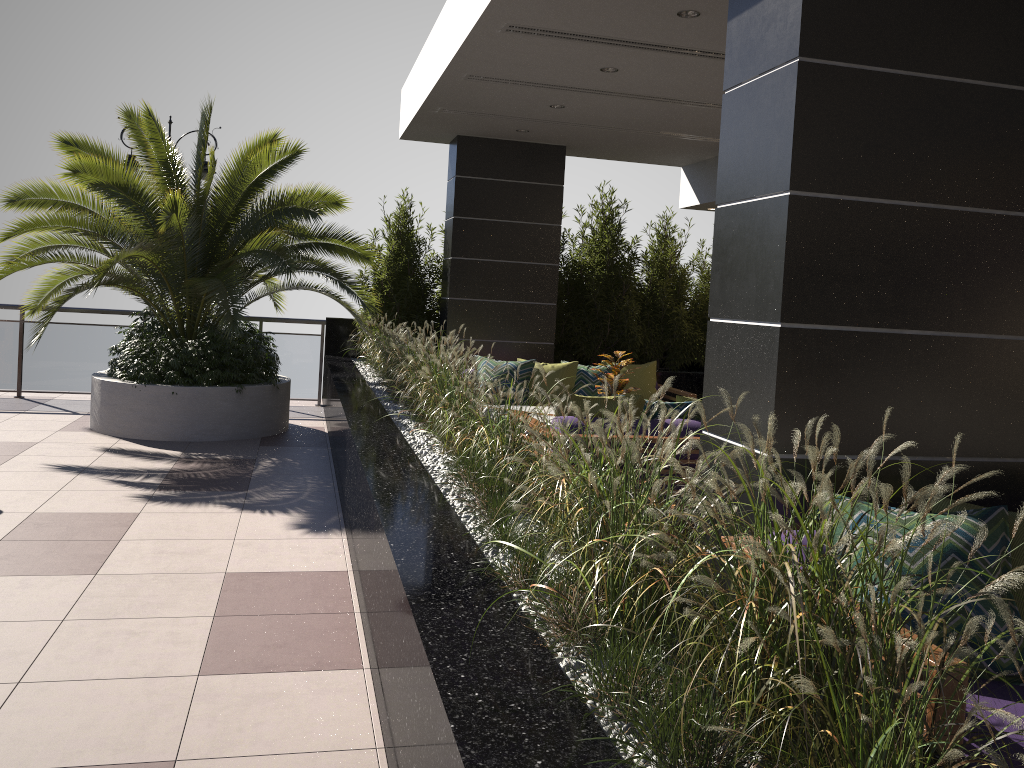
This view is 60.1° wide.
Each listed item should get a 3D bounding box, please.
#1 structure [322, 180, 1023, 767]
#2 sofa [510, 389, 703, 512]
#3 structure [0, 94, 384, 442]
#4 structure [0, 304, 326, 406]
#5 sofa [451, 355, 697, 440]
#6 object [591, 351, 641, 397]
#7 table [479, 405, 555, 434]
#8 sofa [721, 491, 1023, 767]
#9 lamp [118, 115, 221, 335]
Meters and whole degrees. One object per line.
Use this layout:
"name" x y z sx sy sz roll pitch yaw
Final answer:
"structure" 4.243 0.092 0.473 7.811 3.113 24.825 2 6 -14
"sofa" 1.130 0.492 5.933 2.124 0.917 1.123 2 4 -14
"structure" -3.176 -1.224 8.772 3.760 3.295 3.804 6 5 29
"structure" -6.311 0.461 0.996 12.907 1.056 17.572 2 6 -14
"sofa" 0.537 0.217 8.429 2.124 0.917 1.123 2 4 -14
"object" 0.840 -0.005 7.192 0.430 0.525 0.426 4 3 4
"table" 0.811 0.533 7.210 2.035 0.552 0.945 2 5 -14
"sofa" 1.877 0.838 2.790 2.124 0.917 1.123 2 4 -14
"lamp" -4.020 -1.431 10.229 1.121 3.320 0.264 3 2 -14
